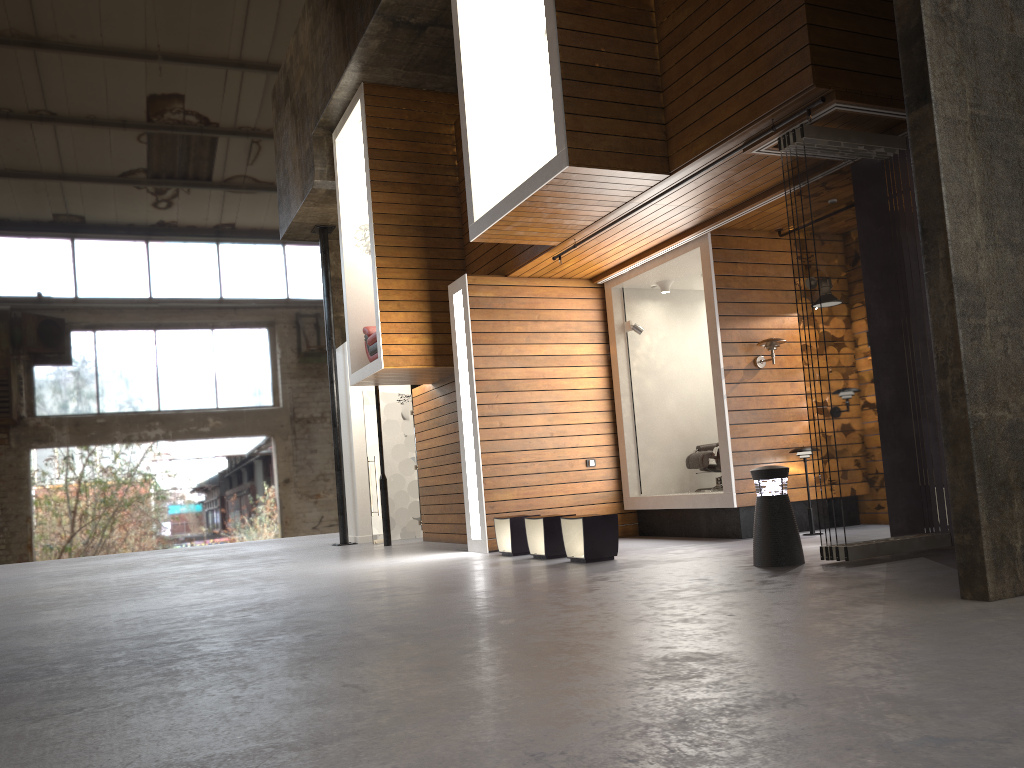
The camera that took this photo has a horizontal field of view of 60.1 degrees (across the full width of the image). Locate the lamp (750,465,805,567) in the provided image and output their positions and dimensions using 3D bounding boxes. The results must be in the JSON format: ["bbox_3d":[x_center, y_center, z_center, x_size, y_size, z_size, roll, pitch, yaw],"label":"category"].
[{"bbox_3d":[1.848,0.921,6.245,0.348,0.694,0.350,-3,-5,-19],"label":"lamp"}]

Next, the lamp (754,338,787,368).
[{"bbox_3d":[2.520,-0.313,8.638,0.288,0.270,0.353,-2,-6,-25],"label":"lamp"}]

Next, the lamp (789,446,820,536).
[{"bbox_3d":[2.865,1.028,8.569,0.287,0.859,0.289,-1,-5,-39],"label":"lamp"}]

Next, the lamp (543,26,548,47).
[{"bbox_3d":[0.507,-3.594,7.964,0.530,0.983,0.532,-4,-5,-12],"label":"lamp"}]

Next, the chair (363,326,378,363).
[{"bbox_3d":[-1.349,-0.713,11.532,0.952,0.934,1.206,-2,-6,-25],"label":"chair"}]

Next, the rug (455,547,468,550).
[{"bbox_3d":[0.124,1.930,10.737,1.576,0.014,0.543,-2,-7,-25],"label":"rug"}]

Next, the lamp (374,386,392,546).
[{"bbox_3d":[-1.885,0.927,12.744,0.631,2.937,0.631,-6,-4,16],"label":"lamp"}]

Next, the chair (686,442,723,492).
[{"bbox_3d":[2.454,0.673,10.154,0.824,1.068,0.758,-4,-5,-10],"label":"chair"}]

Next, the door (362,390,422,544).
[{"bbox_3d":[-1.843,1.276,13.762,0.147,2.296,1.287,-7,-5,28],"label":"door"}]

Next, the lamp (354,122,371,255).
[{"bbox_3d":[-1.856,-2.568,11.548,0.513,1.768,0.488,-7,-5,29],"label":"lamp"}]

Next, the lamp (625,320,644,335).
[{"bbox_3d":[1.411,-0.649,10.275,0.249,0.188,0.129,-8,-6,34],"label":"lamp"}]
